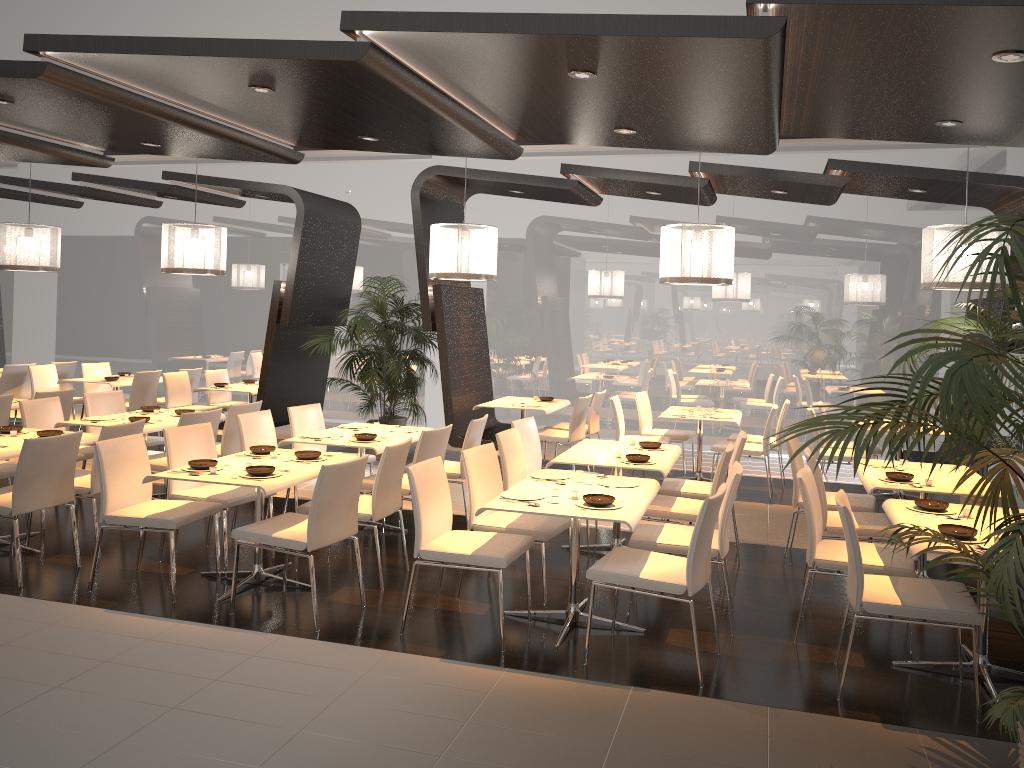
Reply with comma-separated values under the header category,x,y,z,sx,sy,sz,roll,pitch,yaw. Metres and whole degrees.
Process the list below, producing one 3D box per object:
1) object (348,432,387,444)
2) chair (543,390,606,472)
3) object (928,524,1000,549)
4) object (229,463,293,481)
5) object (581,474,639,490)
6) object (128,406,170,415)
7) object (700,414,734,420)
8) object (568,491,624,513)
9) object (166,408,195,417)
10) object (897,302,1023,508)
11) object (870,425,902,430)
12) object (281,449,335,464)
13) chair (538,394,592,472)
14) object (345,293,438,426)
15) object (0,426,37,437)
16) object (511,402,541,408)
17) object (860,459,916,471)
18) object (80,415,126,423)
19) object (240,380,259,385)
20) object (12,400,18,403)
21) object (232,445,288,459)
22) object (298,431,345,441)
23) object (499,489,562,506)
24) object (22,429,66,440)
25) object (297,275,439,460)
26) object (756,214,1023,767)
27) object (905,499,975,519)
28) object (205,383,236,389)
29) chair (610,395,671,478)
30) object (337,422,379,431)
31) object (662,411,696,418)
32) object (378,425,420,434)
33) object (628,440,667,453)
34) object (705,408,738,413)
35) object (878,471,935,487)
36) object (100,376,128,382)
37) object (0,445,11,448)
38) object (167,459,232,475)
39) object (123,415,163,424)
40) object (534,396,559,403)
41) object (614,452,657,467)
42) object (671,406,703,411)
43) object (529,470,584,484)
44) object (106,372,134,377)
category,x,y,z,sx,sy,sz,roll,pitch,yaw
object,-1.100,0.392,6.551,0.303,0.044,0.365,3,5,15
chair,0.706,0.499,9.743,0.606,0.874,0.484,2,1,19
object,2.079,0.691,4.051,0.303,0.044,0.365,3,5,15
object,-1.463,0.498,5.099,0.303,0.044,0.365,3,5,15
object,0.572,0.558,5.170,0.335,0.038,0.378,2,5,5
object,-3.170,0.229,7.774,0.303,0.044,0.365,3,5,15
object,2.030,0.309,8.781,0.335,0.038,0.378,2,5,5
object,0.423,0.598,4.571,0.303,0.044,0.365,3,5,15
object,-2.855,0.246,7.689,0.303,0.044,0.365,3,5,15
object,3.885,0.220,7.037,1.507,2.059,1.562,3,2,29
object,3.516,0.394,8.293,0.335,0.038,0.378,3,5,10
object,-1.324,0.456,5.676,0.303,0.044,0.365,3,5,15
chair,0.488,0.538,9.145,0.606,0.869,0.484,2,1,24
object,-1.371,-0.265,11.043,1.503,2.059,1.565,1,2,-22
object,-3.585,0.335,6.316,0.303,0.044,0.365,3,5,15
object,0.146,0.208,9.325,0.335,0.038,0.378,2,5,5
object,2.577,0.546,6.068,0.335,0.038,0.378,3,5,10
object,-3.331,0.275,7.190,0.335,0.038,0.378,3,5,10
object,-3.208,-0.023,10.870,0.303,0.044,0.365,3,5,10
object,-4.744,0.149,8.215,0.335,0.038,0.378,3,5,10
object,-1.614,0.439,5.766,0.303,0.044,0.365,3,5,15
object,-1.423,0.381,6.599,0.335,0.038,0.378,3,5,10
object,0.096,0.585,4.650,0.335,0.038,0.378,3,5,10
object,-3.264,0.351,6.233,0.303,0.044,0.365,3,5,15
object,-1.461,-0.179,9.941,1.561,2.059,1.507,2,2,10
object,1.886,0.484,3.030,1.503,2.059,1.565,1,2,-28
object,2.237,0.648,4.637,0.303,0.044,0.365,3,5,15
object,-3.372,0.020,10.285,0.303,0.044,0.365,3,5,15
chair,1.287,0.583,8.918,0.605,0.874,0.484,2,1,14
object,-1.253,0.338,7.188,0.335,0.038,0.378,3,5,10
object,1.660,0.295,8.812,0.335,0.038,0.378,3,5,10
object,-0.910,0.352,7.143,0.335,0.038,0.378,2,5,5
object,1.001,0.454,6.571,0.303,0.044,0.365,3,5,15
object,2.215,0.267,9.368,0.335,0.038,0.378,2,5,5
object,2.439,0.586,5.481,0.303,0.044,0.365,3,5,15
object,-4.867,-0.062,10.734,0.303,0.044,0.365,3,5,15
object,-3.432,0.394,5.643,0.303,0.044,0.365,3,5,15
object,-1.798,0.482,5.173,0.303,0.044,0.365,3,5,15
object,-3.008,0.288,7.117,0.303,0.044,0.365,3,5,15
object,0.363,0.168,9.858,0.303,0.044,0.365,3,5,15
object,0.821,0.499,5.948,0.303,0.044,0.365,3,5,15
object,1.858,0.255,9.389,0.335,0.038,0.378,3,5,10
object,0.266,0.543,5.240,0.335,0.038,0.378,3,5,10
object,-4.994,-0.120,11.397,0.304,0.044,0.365,3,5,20
